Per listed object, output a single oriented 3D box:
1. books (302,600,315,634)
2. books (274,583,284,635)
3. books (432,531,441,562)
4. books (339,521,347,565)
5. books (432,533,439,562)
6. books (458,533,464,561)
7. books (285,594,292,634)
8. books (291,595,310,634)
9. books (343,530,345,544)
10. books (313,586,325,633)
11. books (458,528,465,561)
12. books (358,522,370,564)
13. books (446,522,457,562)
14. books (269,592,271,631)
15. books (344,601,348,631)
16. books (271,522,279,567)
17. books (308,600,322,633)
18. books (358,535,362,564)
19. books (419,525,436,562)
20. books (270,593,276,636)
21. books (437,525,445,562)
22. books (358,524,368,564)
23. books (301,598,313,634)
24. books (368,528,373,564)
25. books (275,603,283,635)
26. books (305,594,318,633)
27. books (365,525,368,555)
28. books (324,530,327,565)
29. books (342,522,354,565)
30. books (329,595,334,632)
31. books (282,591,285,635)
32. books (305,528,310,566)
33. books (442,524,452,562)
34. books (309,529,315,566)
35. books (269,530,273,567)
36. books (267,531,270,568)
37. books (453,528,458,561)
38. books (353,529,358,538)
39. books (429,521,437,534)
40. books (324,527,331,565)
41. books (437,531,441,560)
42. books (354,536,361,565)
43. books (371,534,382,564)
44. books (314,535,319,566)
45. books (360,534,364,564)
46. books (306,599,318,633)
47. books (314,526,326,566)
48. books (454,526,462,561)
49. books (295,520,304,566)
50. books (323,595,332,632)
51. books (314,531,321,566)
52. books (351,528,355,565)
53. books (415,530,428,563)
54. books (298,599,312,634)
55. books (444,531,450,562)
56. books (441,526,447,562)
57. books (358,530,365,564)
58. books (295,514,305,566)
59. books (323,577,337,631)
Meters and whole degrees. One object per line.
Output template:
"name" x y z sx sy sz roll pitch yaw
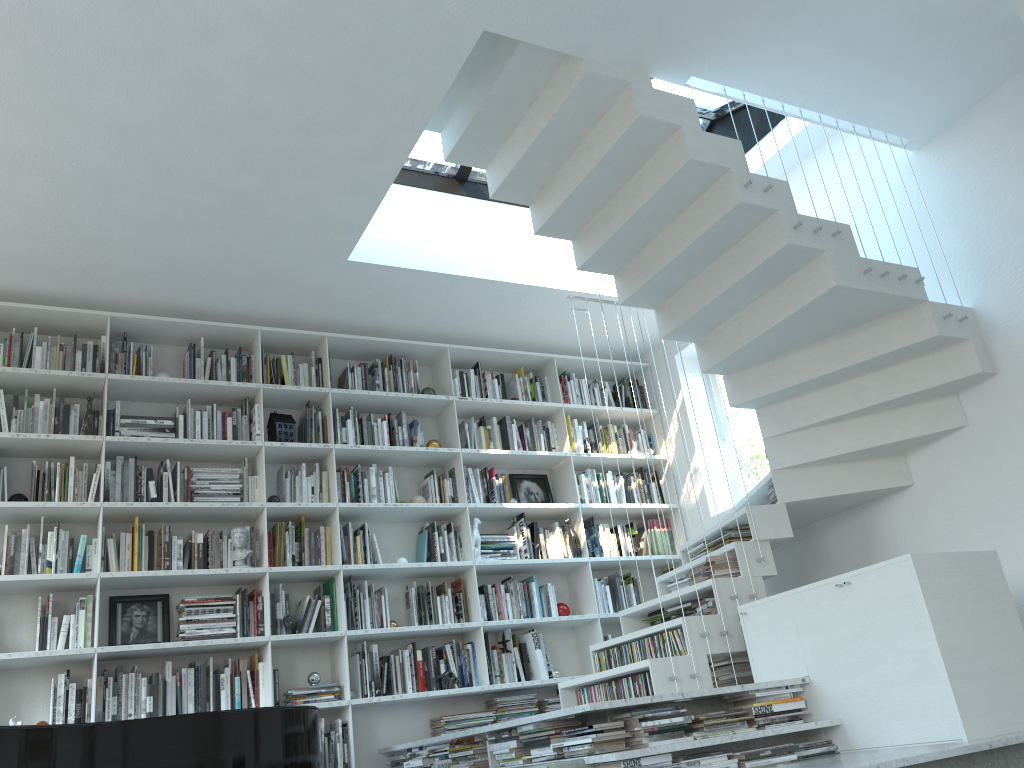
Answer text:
"books" -1.179 1.349 5.049 0.090 0.211 0.143 4 -25 -28
"books" -1.314 1.292 4.996 0.013 0.305 0.141 4 -25 -28
"books" -0.499 1.057 5.566 0.013 0.218 0.188 4 -25 -28
"books" -1.036 0.986 5.294 0.035 0.286 0.192 4 -25 -28
"books" -0.506 1.061 5.560 0.006 0.209 0.189 4 -25 -28
"books" -0.360 1.075 5.647 0.023 0.211 0.165 4 -25 -28
"books" -1.282 1.325 5.010 0.035 0.247 0.141 4 -25 -28
"books" -1.210 1.330 5.015 0.095 0.227 0.190 4 -25 -28
"books" -1.023 1.015 5.312 0.007 0.243 0.146 4 -25 -28
"books" -1.111 1.319 5.104 0.013 0.284 0.139 4 -25 -28
"books" -0.343 1.057 5.654 0.010 0.244 0.159 4 -25 -28
"books" -0.899 1.000 5.377 0.013 0.286 0.159 4 -25 -28
"books" -0.404 1.035 5.617 0.012 0.272 0.184 4 -25 -28
"books" -1.379 1.310 4.960 0.024 0.262 0.154 4 -25 -28
"books" -0.991 1.371 5.145 0.015 0.187 0.168 4 -25 -28
"books" -1.373 0.959 5.118 0.035 0.292 0.145 4 -25 -28
"books" -1.149 1.353 5.060 0.091 0.204 0.169 4 -25 -28
"books" -0.937 1.032 5.338 0.014 0.208 0.157 4 -25 -28
"books" -0.532 1.037 5.565 0.021 0.263 0.175 4 -25 -28
"books" -1.354 1.315 4.968 0.028 0.252 0.143 4 -25 -28
"books" -0.472 1.040 5.592 0.018 0.262 0.165 4 -25 -28
"books" -0.909 1.005 5.362 0.006 0.269 0.179 4 -25 -28
"books" -1.192 1.343 5.050 0.095 0.225 0.144 4 -25 -28
"books" -0.881 1.020 5.387 0.007 0.253 0.161 4 -25 -28
"books" -1.317 1.337 4.953 0.027 0.191 0.183 4 -25 -28
"books" -1.167 1.336 5.060 0.094 0.237 0.150 4 -25 -28
"books" -0.907 1.006 5.369 0.006 0.272 0.167 4 -25 -28
"books" -1.126 1.007 5.260 0.019 0.246 0.149 4 -25 -28
"books" -0.989 0.986 5.301 0.013 0.278 0.192 4 -25 -28
"books" -1.062 1.345 5.107 0.021 0.225 0.149 4 -25 -28
"books" -1.304 1.315 5.002 0.012 0.264 0.158 4 -25 -28
"books" -1.223 0.992 5.196 0.033 0.252 0.175 4 -25 -28
"books" -0.433 1.042 5.625 0.032 0.273 0.155 4 -25 -28
"books" -1.191 0.988 5.186 0.027 0.241 0.189 4 -25 -28
"books" -1.408 0.989 5.117 0.013 0.246 0.177 4 -25 -28
"books" -1.416 0.984 5.100 0.014 0.243 0.145 4 -25 -28
"books" -0.389 1.059 5.641 0.013 0.243 0.159 4 -25 -28
"books" -0.949 1.016 5.340 0.008 0.241 0.169 4 -25 -28
"books" -0.500 1.030 5.599 0.013 0.294 0.154 4 -25 -28
"books" -1.109 0.997 5.271 0.033 0.267 0.142 4 -25 -28
"books" -0.487 1.061 5.592 0.007 0.229 0.147 4 -25 -28
"books" -0.944 1.028 5.303 0.017 0.191 0.192 4 -25 -28
"books" -0.839 1.032 5.371 0.051 0.209 0.177 4 -25 -28
"books" -1.170 1.010 5.196 0.034 0.203 0.182 4 -25 -28
"books" -0.924 1.029 5.337 0.007 0.211 0.158 4 -25 -28
"books" -1.166 1.351 5.065 0.090 0.214 0.139 4 -25 -28
"books" -1.137 0.991 5.243 0.032 0.265 0.143 4 -25 -28
"books" -0.371 1.049 5.634 0.011 0.251 0.169 4 -25 -28
"books" -1.243 0.962 5.172 0.019 0.291 0.183 4 -25 -28
"books" -1.079 1.340 5.086 0.029 0.222 0.171 4 -25 -28
"books" -1.159 1.004 5.231 0.028 0.238 0.146 4 -25 -28
"books" -0.976 1.010 5.333 0.013 0.255 0.145 4 -25 -28
"books" -0.566 1.049 5.548 0.056 0.240 0.154 4 -25 -28
"books" -1.196 1.341 5.023 0.089 0.209 0.176 4 -25 -28
"books" -0.440 1.057 5.594 0.012 0.223 0.178 4 -25 -28
"books" -0.457 1.043 5.600 0.015 0.258 0.152 4 -25 -28
"books" -0.921 1.020 5.358 0.017 0.242 0.133 4 -25 -28
"books" -1.243 0.950 5.201 0.021 0.336 0.170 4 -25 -28
"books" -1.052 1.300 5.132 0.014 0.323 0.183 4 -25 -28
